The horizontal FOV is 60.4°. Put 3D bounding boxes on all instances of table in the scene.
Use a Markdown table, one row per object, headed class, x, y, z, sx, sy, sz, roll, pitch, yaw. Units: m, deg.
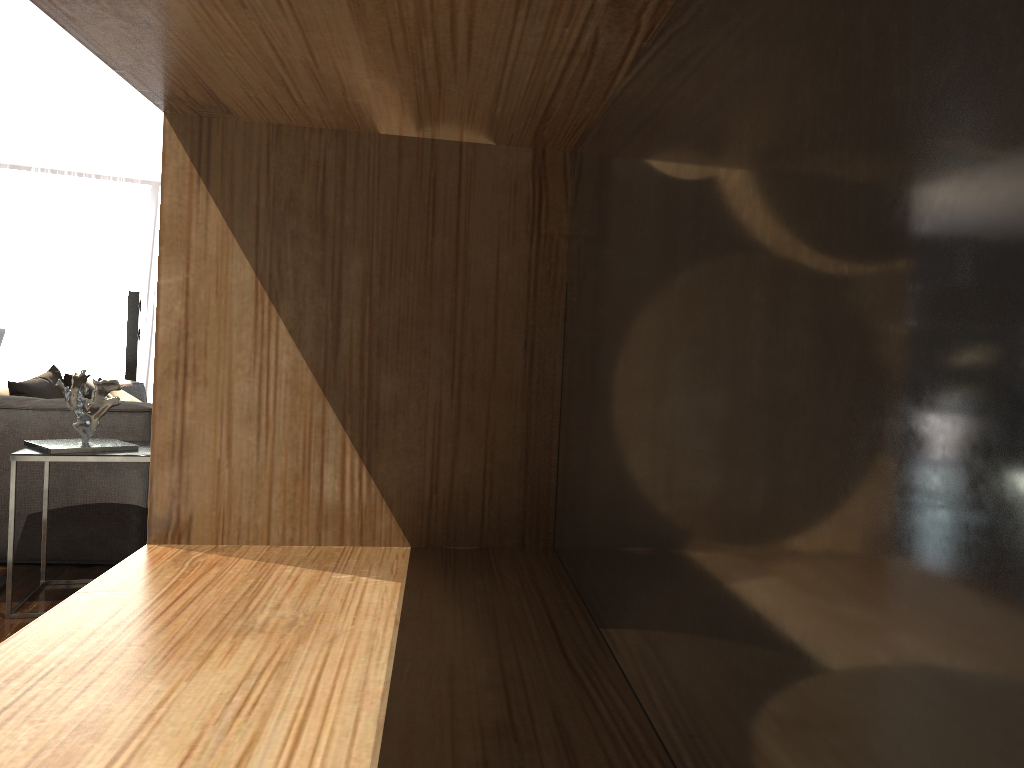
| class | x | y | z | sx | sy | sz | roll | pitch | yaw |
| --- | --- | --- | --- | --- | --- | --- | --- | --- | --- |
| table | -1.465 | 0.517 | 3.289 | 0.621 | 0.563 | 0.436 | 2 | 2 | -17 |

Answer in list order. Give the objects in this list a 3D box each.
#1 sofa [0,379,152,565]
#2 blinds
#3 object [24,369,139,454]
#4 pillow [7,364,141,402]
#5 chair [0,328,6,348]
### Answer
| class | x | y | z | sx | sy | sz | roll | pitch | yaw |
| --- | --- | --- | --- | --- | --- | --- | --- | --- | --- |
| sofa | -1.355 | 0.386 | 4.891 | 2.779 | 0.703 | 2.448 | 3 | 2 | -7 |
| blinds | -3.661 | -0.966 | 8.605 | 7.821 | 2.893 | 0.716 | 2 | 2 | -26 |
| object | -1.565 | 0.089 | 3.209 | 0.269 | 0.287 | 0.300 | 5 | 2 | 43 |
| pillow | -1.769 | 0.133 | 4.340 | 1.997 | 0.431 | 1.110 | 5 | 3 | 35 |
| chair | -3.958 | 0.071 | 6.183 | 0.591 | 0.964 | 0.414 | 2 | 2 | -17 |
